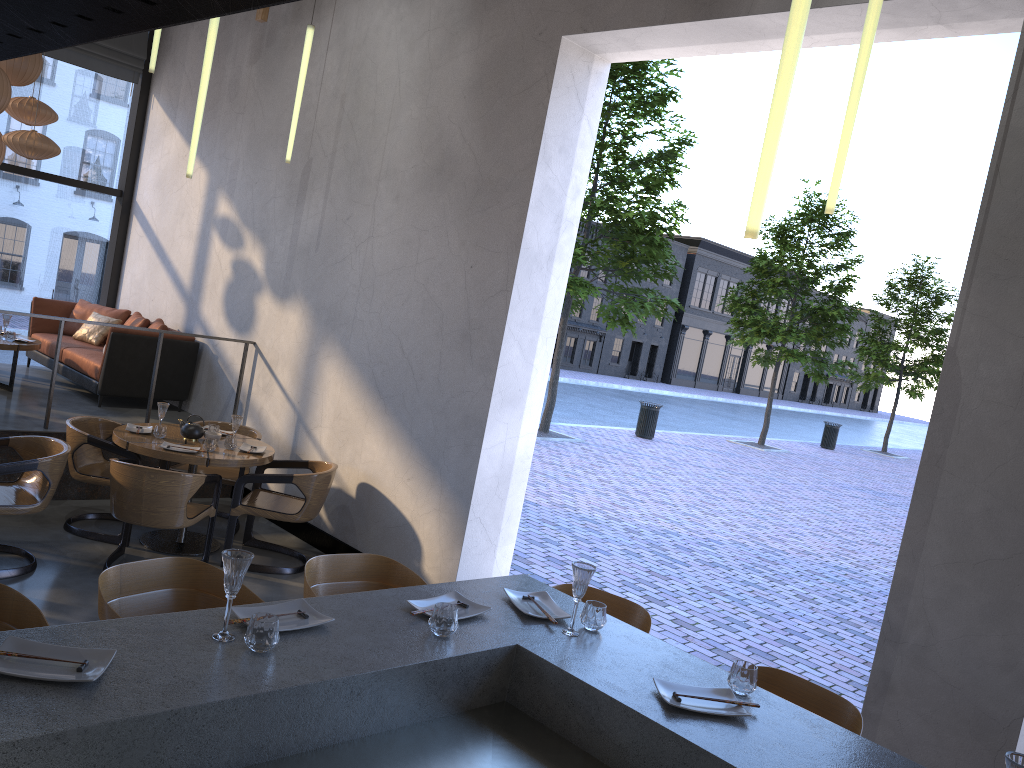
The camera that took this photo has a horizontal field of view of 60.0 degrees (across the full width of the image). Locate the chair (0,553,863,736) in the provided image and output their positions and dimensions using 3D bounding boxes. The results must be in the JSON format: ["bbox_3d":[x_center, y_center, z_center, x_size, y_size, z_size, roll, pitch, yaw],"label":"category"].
[{"bbox_3d":[0.641,1.551,1.985,5.395,1.047,2.787,13,5,21],"label":"chair"}]

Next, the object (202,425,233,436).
[{"bbox_3d":[-2.233,0.362,6.717,0.294,0.025,0.170,12,5,14],"label":"object"}]

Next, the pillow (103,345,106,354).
[{"bbox_3d":[-3.764,-0.384,8.428,0.203,0.263,0.332,9,5,-26],"label":"pillow"}]

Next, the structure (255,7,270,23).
[{"bbox_3d":[-2.489,-1.436,0.601,10.127,5.894,10.399,15,6,44],"label":"structure"}]

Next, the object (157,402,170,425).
[{"bbox_3d":[-2.475,0.247,6.254,0.082,0.227,0.082,12,5,16],"label":"object"}]

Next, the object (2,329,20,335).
[{"bbox_3d":[-4.762,-0.485,8.365,0.294,0.025,0.170,13,5,24],"label":"object"}]

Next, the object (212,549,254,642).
[{"bbox_3d":[-0.731,0.550,2.307,0.082,0.227,0.082,10,5,-11],"label":"object"}]

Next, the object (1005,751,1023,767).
[{"bbox_3d":[1.108,0.939,1.959,0.082,0.227,0.082,12,5,16],"label":"object"}]

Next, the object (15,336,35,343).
[{"bbox_3d":[-4.463,-0.402,8.068,0.294,0.025,0.170,13,5,24],"label":"object"}]

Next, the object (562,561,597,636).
[{"bbox_3d":[0.210,0.692,2.852,0.082,0.227,0.082,12,5,16],"label":"object"}]

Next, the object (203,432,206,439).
[{"bbox_3d":[-2.211,0.379,6.450,0.080,0.042,0.080,13,5,26],"label":"object"}]

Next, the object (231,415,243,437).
[{"bbox_3d":[-1.979,0.338,6.330,0.082,0.227,0.082,9,5,-24],"label":"object"}]

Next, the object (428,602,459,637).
[{"bbox_3d":[-0.202,0.701,2.630,0.086,0.086,0.086,9,5,-25],"label":"object"}]

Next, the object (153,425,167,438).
[{"bbox_3d":[-2.445,0.332,6.164,0.086,0.086,0.086,9,5,-23],"label":"object"}]

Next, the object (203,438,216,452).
[{"bbox_3d":[-2.062,0.416,6.055,0.086,0.086,0.086,12,5,16],"label":"object"}]

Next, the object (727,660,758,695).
[{"bbox_3d":[0.686,0.875,2.635,0.086,0.086,0.086,13,5,20],"label":"object"}]

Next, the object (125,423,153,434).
[{"bbox_3d":[-2.624,0.323,6.237,0.170,0.025,0.294,9,5,-21],"label":"object"}]

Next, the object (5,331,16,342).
[{"bbox_3d":[-4.476,-0.424,7.914,0.086,0.086,0.086,7,6,-42],"label":"object"}]

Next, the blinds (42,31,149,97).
[{"bbox_3d":[-7.883,-4.335,0.696,8.760,2.314,17.610,11,4,-2],"label":"blinds"}]

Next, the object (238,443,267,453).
[{"bbox_3d":[-1.854,0.468,6.320,0.170,0.025,0.294,10,5,-8],"label":"object"}]

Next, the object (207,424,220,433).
[{"bbox_3d":[-2.206,0.348,6.554,0.086,0.086,0.086,15,6,38],"label":"object"}]

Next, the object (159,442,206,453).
[{"bbox_3d":[-2.192,0.434,5.917,0.294,0.025,0.170,10,5,-8],"label":"object"}]

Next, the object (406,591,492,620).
[{"bbox_3d":[-0.217,0.715,2.819,0.170,0.025,0.294,14,6,37],"label":"object"}]

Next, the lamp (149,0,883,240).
[{"bbox_3d":[-1.007,-5.364,0.354,8.774,10.231,8.975,15,6,42],"label":"lamp"}]

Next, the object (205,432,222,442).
[{"bbox_3d":[-2.147,0.387,6.360,0.116,0.065,0.116,9,5,-21],"label":"object"}]

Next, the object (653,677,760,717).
[{"bbox_3d":[0.556,0.892,2.497,0.294,0.025,0.170,10,5,-8],"label":"object"}]

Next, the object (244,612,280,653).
[{"bbox_3d":[-0.642,0.642,2.284,0.086,0.086,0.086,15,6,44],"label":"object"}]

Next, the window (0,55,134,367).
[{"bbox_3d":[-3.960,-1.767,1.178,12.900,5.897,12.739,15,6,44],"label":"window"}]

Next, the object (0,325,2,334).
[{"bbox_3d":[-4.763,-0.503,8.200,0.086,0.086,0.086,7,6,-42],"label":"object"}]

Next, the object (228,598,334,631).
[{"bbox_3d":[-0.663,0.654,2.475,0.170,0.025,0.294,15,6,42],"label":"object"}]

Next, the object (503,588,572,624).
[{"bbox_3d":[0.092,0.760,3.010,0.170,0.025,0.294,9,5,-21],"label":"object"}]

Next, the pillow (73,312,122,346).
[{"bbox_3d":[-4.285,-0.571,9.143,0.393,0.311,0.289,13,5,24],"label":"pillow"}]

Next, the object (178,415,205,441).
[{"bbox_3d":[-2.279,0.305,6.328,0.168,0.179,0.163,7,6,-42],"label":"object"}]

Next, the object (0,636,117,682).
[{"bbox_3d":[-1.059,0.617,1.977,0.294,0.025,0.170,10,5,-9],"label":"object"}]

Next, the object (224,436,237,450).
[{"bbox_3d":[-1.983,0.416,6.251,0.086,0.086,0.086,13,5,20],"label":"object"}]

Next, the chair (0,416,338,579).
[{"bbox_3d":[-4.253,0.695,2.522,9.749,0.759,4.352,7,6,-45],"label":"chair"}]

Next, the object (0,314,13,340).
[{"bbox_3d":[-4.538,-0.511,7.945,0.082,0.227,0.082,11,4,-3],"label":"object"}]

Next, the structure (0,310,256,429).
[{"bbox_3d":[-3.010,-0.736,0.421,9.054,4.117,11.718,15,6,43],"label":"structure"}]

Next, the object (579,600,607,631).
[{"bbox_3d":[0.271,0.769,2.937,0.086,0.086,0.086,10,5,-19],"label":"object"}]

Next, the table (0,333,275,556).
[{"bbox_3d":[-5.791,0.241,3.095,10.659,0.968,6.876,7,6,-45],"label":"table"}]
